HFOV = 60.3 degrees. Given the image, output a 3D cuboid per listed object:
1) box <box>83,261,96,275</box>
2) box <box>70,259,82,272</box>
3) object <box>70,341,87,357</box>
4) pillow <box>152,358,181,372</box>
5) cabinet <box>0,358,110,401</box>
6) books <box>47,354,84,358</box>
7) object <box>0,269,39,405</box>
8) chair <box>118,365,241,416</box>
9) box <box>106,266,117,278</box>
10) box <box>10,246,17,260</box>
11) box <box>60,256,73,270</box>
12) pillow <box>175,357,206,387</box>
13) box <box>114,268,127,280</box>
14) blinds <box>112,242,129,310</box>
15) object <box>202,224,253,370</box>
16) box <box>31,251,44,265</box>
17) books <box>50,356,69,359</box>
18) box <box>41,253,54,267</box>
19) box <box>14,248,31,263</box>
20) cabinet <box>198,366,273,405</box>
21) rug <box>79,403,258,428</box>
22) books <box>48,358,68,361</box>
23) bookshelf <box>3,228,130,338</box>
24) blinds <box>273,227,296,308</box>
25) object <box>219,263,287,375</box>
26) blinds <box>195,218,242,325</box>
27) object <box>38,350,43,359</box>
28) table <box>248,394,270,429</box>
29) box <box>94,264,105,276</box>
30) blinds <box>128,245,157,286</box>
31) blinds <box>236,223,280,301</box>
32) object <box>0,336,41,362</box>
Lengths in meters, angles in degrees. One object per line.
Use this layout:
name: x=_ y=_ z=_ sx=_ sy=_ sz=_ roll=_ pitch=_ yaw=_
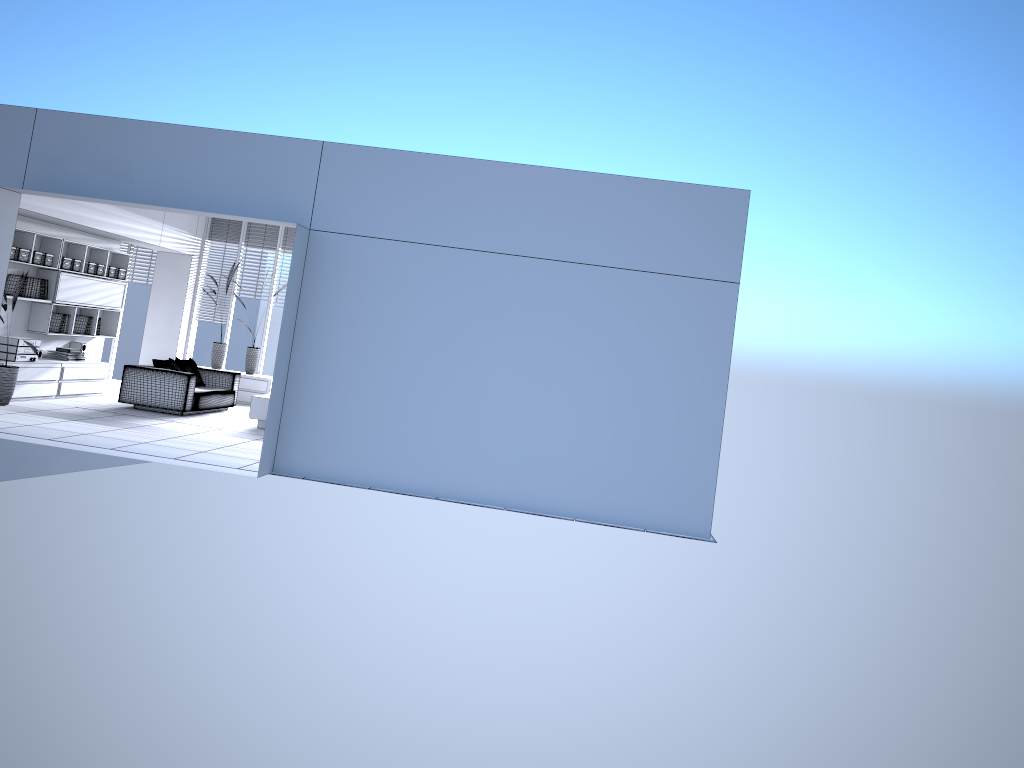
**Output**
box: x=-5.909 y=-1.608 z=12.127 sx=0.281 sy=0.163 sz=0.178 roll=8 pitch=-1 yaw=5
box: x=-5.939 y=-1.600 z=11.781 sx=0.281 sy=0.163 sz=0.173 roll=8 pitch=-1 yaw=5
object: x=-6.095 y=-0.470 z=12.366 sx=0.177 sy=0.233 sz=0.118 roll=8 pitch=-3 yaw=5
pillow: x=-4.510 y=-0.130 z=11.619 sx=0.340 sy=0.391 sz=0.565 roll=8 pitch=0 yaw=2
cabinet: x=-6.038 y=-0.078 z=11.262 sx=0.574 sy=0.451 sz=2.261 roll=8 pitch=2 yaw=5
books: x=-6.003 y=-0.378 z=11.869 sx=0.286 sy=0.008 sz=0.414 roll=8 pitch=2 yaw=6
object: x=-5.723 y=-0.575 z=10.033 sx=1.181 sy=1.595 sz=0.247 roll=6 pitch=-4 yaw=37
chair: x=-4.397 y=0.066 z=11.876 sx=0.961 sy=0.554 sz=1.642 roll=8 pitch=1 yaw=5
box: x=-5.863 y=-1.620 z=12.649 sx=0.281 sy=0.163 sz=0.178 roll=8 pitch=-1 yaw=5
box: x=-6.055 y=-1.568 z=10.433 sx=0.281 sy=0.163 sz=0.173 roll=8 pitch=-1 yaw=5
box: x=-5.958 y=-1.595 z=11.555 sx=0.281 sy=0.163 sz=0.211 roll=8 pitch=0 yaw=5
pillow: x=-4.457 y=-0.166 z=12.197 sx=0.300 sy=0.400 sz=0.564 roll=8 pitch=0 yaw=2
box: x=-5.840 y=-1.627 z=12.916 sx=0.281 sy=0.163 sz=0.215 roll=8 pitch=0 yaw=5
blinds: x=-6.728 y=-2.216 z=14.922 sx=0.637 sy=1.915 sz=0.038 roll=7 pitch=-4 yaw=5
object: x=-4.533 y=-1.720 z=14.389 sx=1.434 sy=3.006 sz=0.489 roll=6 pitch=-5 yaw=34
box: x=-6.011 y=-1.580 z=10.944 sx=0.281 sy=0.163 sz=0.174 roll=8 pitch=-1 yaw=6
books: x=-6.000 y=-0.357 z=11.900 sx=0.286 sy=0.008 sz=0.414 roll=8 pitch=2 yaw=6
box: x=-5.992 y=-1.586 z=11.169 sx=0.281 sy=0.163 sz=0.178 roll=8 pitch=-1 yaw=5
box: x=-6.034 y=-1.574 z=10.675 sx=0.281 sy=0.163 sz=0.210 roll=8 pitch=0 yaw=5
cabinet: x=-4.578 y=0.021 z=14.076 sx=1.677 sy=0.453 sz=0.594 roll=8 pitch=0 yaw=5
rug: x=-4.275 y=0.373 z=11.633 sx=1.800 sy=0.001 sz=2.223 roll=8 pitch=2 yaw=5
books: x=-6.007 y=-0.329 z=11.898 sx=0.286 sy=0.008 sz=0.414 roll=8 pitch=2 yaw=6
bookshelf: x=-5.997 y=-1.281 z=11.643 sx=0.328 sy=1.257 sz=2.806 roll=7 pitch=1 yaw=5
blinds: x=-3.562 y=-1.919 z=14.592 sx=0.637 sy=1.365 sz=0.057 roll=7 pitch=-4 yaw=5
object: x=-4.118 y=-1.082 z=13.972 sx=1.550 sy=1.876 sz=0.688 roll=8 pitch=-4 yaw=0
blinds: x=-4.852 y=-1.951 z=14.705 sx=0.637 sy=1.895 sz=0.057 roll=7 pitch=-4 yaw=5
object: x=-6.194 y=-0.390 z=11.297 sx=0.177 sy=0.120 sz=0.327 roll=8 pitch=1 yaw=5
table: x=-2.888 y=0.373 z=11.503 sx=0.651 sy=0.390 sz=1.196 roll=8 pitch=1 yaw=5
box: x=-5.889 y=-1.613 z=12.349 sx=0.281 sy=0.163 sz=0.178 roll=8 pitch=-1 yaw=5
blinds: x=-6.064 y=-2.353 z=14.877 sx=0.637 sy=1.386 sz=0.038 roll=7 pitch=-4 yaw=5
blinds: x=-4.187 y=-2.089 z=14.661 sx=0.637 sy=1.374 sz=0.050 roll=7 pitch=-4 yaw=5
object: x=-6.015 y=-0.427 z=10.702 sx=0.347 sy=0.271 sz=0.428 roll=8 pitch=0 yaw=5
